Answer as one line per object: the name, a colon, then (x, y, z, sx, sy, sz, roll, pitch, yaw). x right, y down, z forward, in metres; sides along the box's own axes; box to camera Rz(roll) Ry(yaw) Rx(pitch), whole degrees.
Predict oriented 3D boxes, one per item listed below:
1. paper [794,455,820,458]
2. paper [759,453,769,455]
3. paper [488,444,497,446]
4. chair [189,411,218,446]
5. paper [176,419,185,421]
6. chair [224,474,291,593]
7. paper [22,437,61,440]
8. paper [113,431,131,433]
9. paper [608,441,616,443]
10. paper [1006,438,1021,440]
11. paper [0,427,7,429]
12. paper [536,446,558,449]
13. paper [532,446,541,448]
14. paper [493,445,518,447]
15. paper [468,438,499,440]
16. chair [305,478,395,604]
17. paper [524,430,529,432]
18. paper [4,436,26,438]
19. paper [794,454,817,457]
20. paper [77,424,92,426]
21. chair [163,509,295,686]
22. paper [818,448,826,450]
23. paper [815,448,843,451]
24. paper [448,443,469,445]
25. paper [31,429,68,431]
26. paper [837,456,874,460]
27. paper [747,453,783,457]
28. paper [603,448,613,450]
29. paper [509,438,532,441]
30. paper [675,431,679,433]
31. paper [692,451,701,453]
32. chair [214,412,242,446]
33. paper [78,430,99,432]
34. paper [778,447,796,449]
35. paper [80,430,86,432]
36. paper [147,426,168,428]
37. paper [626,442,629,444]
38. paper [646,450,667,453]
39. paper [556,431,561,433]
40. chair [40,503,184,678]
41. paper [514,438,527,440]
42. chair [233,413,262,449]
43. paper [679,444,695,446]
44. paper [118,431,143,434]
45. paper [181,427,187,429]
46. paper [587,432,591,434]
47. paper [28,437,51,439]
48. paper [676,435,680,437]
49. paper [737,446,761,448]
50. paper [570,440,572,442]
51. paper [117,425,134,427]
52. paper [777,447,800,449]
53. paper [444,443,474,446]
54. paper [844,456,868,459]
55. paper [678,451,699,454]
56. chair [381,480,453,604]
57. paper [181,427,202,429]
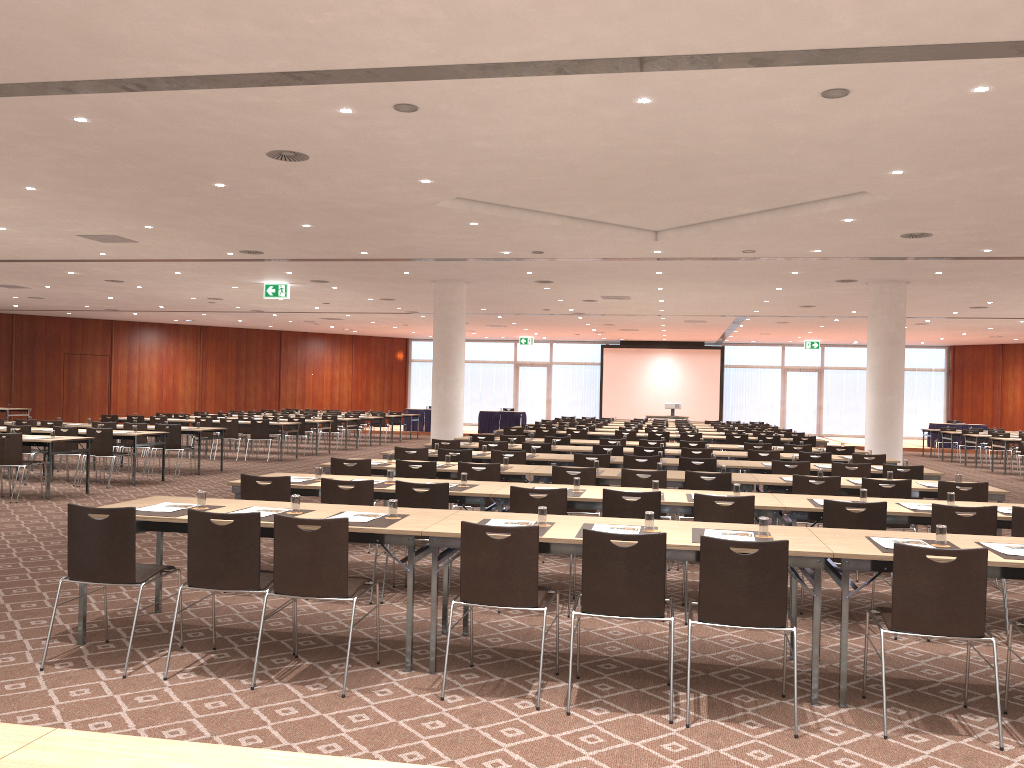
paper: (4.312, 1.041, 12.732, 0.460, 0.003, 0.565, 1, -1, 9)
paper: (3.596, 1.021, 12.886, 0.283, 0.006, 0.398, 1, -1, 11)
paper: (-0.247, 0.936, 13.594, 0.283, 0.006, 0.398, 1, -1, 10)
chair: (-8.409, 1.215, 24.227, 0.535, 0.939, 0.614, 1, 0, 12)
paper: (-7.676, 0.830, 20.452, 0.460, 0.003, 0.565, 1, -1, 11)
chair: (-1.956, 1.199, 7.277, 0.535, 0.939, 0.614, 1, 0, 11)
paper: (-6.789, 0.773, 12.663, 0.460, 0.003, 0.565, 1, -1, 9)
paper: (-6.449, 0.798, 14.699, 0.283, 0.006, 0.398, 1, -1, 10)
paper: (1.714, 1.000, 15.270, 0.283, 0.006, 0.398, 1, -1, 10)
paper: (12.049, 1.310, 20.988, 0.460, 0.003, 0.565, 1, -1, 12)
paper: (-8.687, 0.748, 15.088, 0.283, 0.006, 0.398, 1, -1, 11)
paper: (0.442, 0.954, 13.396, 0.460, 0.003, 0.565, 1, -1, 7)
paper: (0.406, 0.950, 13.475, 0.283, 0.006, 0.398, 1, -1, 10)
paper: (-0.171, 0.941, 13.518, 0.460, 0.003, 0.565, 1, -1, 9)
paper: (-0.475, 0.954, 15.583, 0.460, 0.003, 0.565, 1, -1, 12)
chair: (-1.275, 1.214, 7.121, 0.535, 0.939, 0.614, 1, 0, 10)
paper: (0.157, 1.004, 19.027, 0.460, 0.003, 0.565, 1, -1, 10)
paper: (-7.405, 0.759, 12.779, 0.460, 0.003, 0.565, 1, -1, 12)
paper: (4.241, 1.036, 12.792, 0.283, 0.006, 0.398, 1, -1, 10)
paper: (-8.333, 0.780, 17.010, 0.460, 0.003, 0.565, 1, -1, 11)
chair: (-1.621, 1.186, 5.186, 0.535, 0.939, 0.614, 1, 0, 7)
paper: (5.226, 1.078, 14.634, 0.283, 0.006, 0.398, 1, -1, 8)
paper: (5.256, 1.082, 14.592, 0.460, 0.003, 0.565, 1, -1, 11)
paper: (-0.846, 0.922, 13.706, 0.283, 0.006, 0.398, 1, -1, 12)
paper: (-7.684, 0.773, 14.824, 0.460, 0.003, 0.565, 1, -1, 11)
paper: (4.905, 1.053, 12.584, 0.460, 0.003, 0.565, 1, -1, 11)
paper: (3.650, 1.026, 12.821, 0.460, 0.003, 0.565, 1, -1, 9)
paper: (1.381, 0.972, 13.307, 0.283, 0.006, 0.398, 1, -1, 8)
paper: (0.149, 0.968, 15.494, 0.460, 0.003, 0.565, 1, -1, 9)
paper: (3.984, 1.110, 20.396, 0.460, 0.003, 0.565, 1, -1, 11)
paper: (2.633, 1.000, 13.072, 0.283, 0.006, 0.398, 1, -1, 9)
chair: (-7.704, 1.230, 24.042, 0.535, 0.939, 0.614, 1, 0, 12)
paper: (-7.091, 0.787, 14.751, 0.460, 0.003, 0.565, 1, -1, 8)
paper: (4.578, 1.064, 14.778, 0.283, 0.006, 0.398, 1, -1, 13)
paper: (-7.094, 0.783, 14.817, 0.283, 0.006, 0.398, 1, -1, 10)
paper: (-6.730, 0.815, 16.693, 0.460, 0.003, 0.565, 1, -1, 11)
paper: (1.757, 1.004, 15.198, 0.460, 0.003, 0.565, 1, -1, 14)
paper: (2.050, 0.990, 13.102, 0.460, 0.003, 0.565, 1, -1, 12)
paper: (0.785, 1.018, 18.923, 0.460, 0.003, 0.565, 1, -1, 9)
chair: (-2.352, 1.169, 5.281, 0.535, 0.939, 0.614, 1, 0, 10)
paper: (0.138, 0.965, 15.543, 0.283, 0.006, 0.398, 1, -1, 11)
chair: (-7.100, 1.243, 23.852, 0.535, 0.939, 0.614, 1, 0, 7)
paper: (3.058, 1.033, 14.959, 0.460, 0.003, 0.565, 1, -1, 11)
paper: (-6.433, 0.801, 14.643, 0.460, 0.003, 0.565, 1, -1, 9)
paper: (-6.139, 0.825, 16.650, 0.283, 0.006, 0.398, 1, -1, 9)
paper: (1.425, 1.033, 18.816, 0.460, 0.003, 0.565, 1, -1, 11)
paper: (-6.804, 0.769, 12.704, 0.283, 0.006, 0.398, 1, -1, 9)
paper: (3.639, 1.082, 18.407, 0.460, 0.003, 0.565, 1, -1, 11)
paper: (4.005, 1.054, 14.806, 0.460, 0.003, 0.565, 1, -1, 11)
paper: (0.794, 0.983, 15.368, 0.460, 0.003, 0.565, 1, -1, 8)
paper: (-7.341, 0.802, 16.820, 0.460, 0.003, 0.565, 1, -1, 8)
paper: (4.634, 1.068, 14.673, 0.460, 0.003, 0.565, 1, -1, 14)
paper: (-0.829, 0.926, 13.649, 0.460, 0.003, 0.565, 1, -1, 9)
paper: (4.913, 1.051, 12.676, 0.283, 0.006, 0.398, 1, -1, 12)
paper: (2.679, 1.004, 13.011, 0.460, 0.003, 0.565, 1, -1, 9)
chair: (-0.677, 1.228, 7.050, 0.535, 0.939, 0.614, 1, 0, 11)
paper: (-6.085, 0.830, 16.610, 0.460, 0.003, 0.565, 1, -1, 7)
